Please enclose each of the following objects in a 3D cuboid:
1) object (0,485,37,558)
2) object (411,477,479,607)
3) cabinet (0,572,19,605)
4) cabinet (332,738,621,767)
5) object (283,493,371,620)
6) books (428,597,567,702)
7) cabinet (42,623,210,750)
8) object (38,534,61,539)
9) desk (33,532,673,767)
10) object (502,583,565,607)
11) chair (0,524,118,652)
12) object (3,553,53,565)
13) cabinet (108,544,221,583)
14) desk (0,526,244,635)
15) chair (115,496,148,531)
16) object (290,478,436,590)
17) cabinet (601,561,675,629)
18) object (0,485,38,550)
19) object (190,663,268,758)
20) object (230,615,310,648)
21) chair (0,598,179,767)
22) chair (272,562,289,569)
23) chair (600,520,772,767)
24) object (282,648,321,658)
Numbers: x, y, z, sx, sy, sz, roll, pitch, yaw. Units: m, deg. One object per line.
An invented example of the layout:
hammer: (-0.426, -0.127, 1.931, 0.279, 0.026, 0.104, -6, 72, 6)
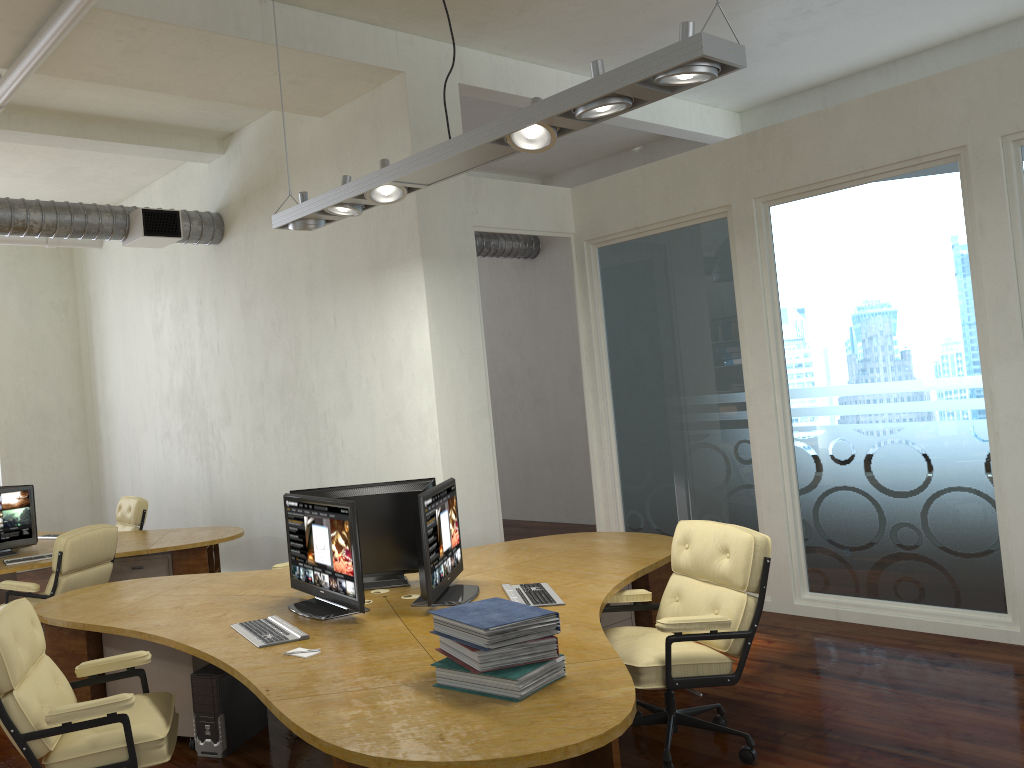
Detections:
object: (-4.356, 1.168, 7.376, 0.320, 0.552, 0.729, -7, -2, 43)
object: (-0.340, 0.779, 4.413, 0.304, 0.552, 0.770, -6, -1, 9)
cabinet: (-5.390, 1.942, 8.885, 0.805, 0.709, 0.972, -4, -1, -37)
cabinet: (-0.198, 1.416, 3.093, 0.858, 0.709, 0.918, -5, -1, -12)
object: (-0.944, 0.832, 4.367, 0.266, 0.552, 0.878, -4, -1, -34)
books: (-0.062, 0.904, 3.049, 0.381, 0.227, 0.498, -5, -1, -31)
cabinet: (-2.031, 1.601, 5.113, 0.949, 0.709, 0.828, -5, -1, 18)
object: (-4.323, 1.447, 8.429, 0.518, 0.016, 0.209, -5, -1, 30)
desk: (-1.003, 1.487, 4.675, 3.743, 0.734, 3.631, -5, -1, 18)
object: (0.095, 1.009, 4.259, 0.228, 0.016, 0.477, -5, -1, -6)
chair: (-3.373, 1.580, 6.608, 0.832, 1.021, 0.670, -6, -1, 18)
object: (-3.787, 1.384, 7.054, 0.437, 0.016, 0.249, -5, -1, -30)
cabinet: (-2.998, 1.716, 7.663, 0.877, 0.709, 0.899, -5, -1, -7)
desk: (-4.691, 1.851, 7.983, 3.537, 0.734, 3.828, -5, -1, -36)
chair: (-4.059, 1.667, 8.878, 0.709, 1.021, 0.784, -4, -2, -37)
object: (-0.798, 0.825, 4.876, 0.801, 0.552, 0.293, -5, -1, -3)
cabinet: (0.382, 1.391, 5.350, 0.804, 0.709, 0.972, -4, -1, -42)
object: (-4.558, 1.193, 7.960, 0.873, 0.552, 0.268, -6, -1, 25)
object: (-1.514, 1.701, 4.758, 0.191, 0.411, 0.450, -6, -1, 15)
object: (-1.100, 1.111, 3.999, 0.212, 0.016, 0.512, -5, -1, -30)
chair: (-1.768, 1.404, 3.698, 0.756, 1.021, 0.740, -5, -1, -12)
chair: (-1.234, 1.385, 6.111, 0.764, 1.021, 0.730, -6, -1, 18)
chair: (0.743, 1.188, 4.159, 0.744, 1.021, 0.752, -5, -1, -17)
object: (-0.854, 1.086, 3.592, 0.147, 0.015, 0.100, -6, -1, 36)
